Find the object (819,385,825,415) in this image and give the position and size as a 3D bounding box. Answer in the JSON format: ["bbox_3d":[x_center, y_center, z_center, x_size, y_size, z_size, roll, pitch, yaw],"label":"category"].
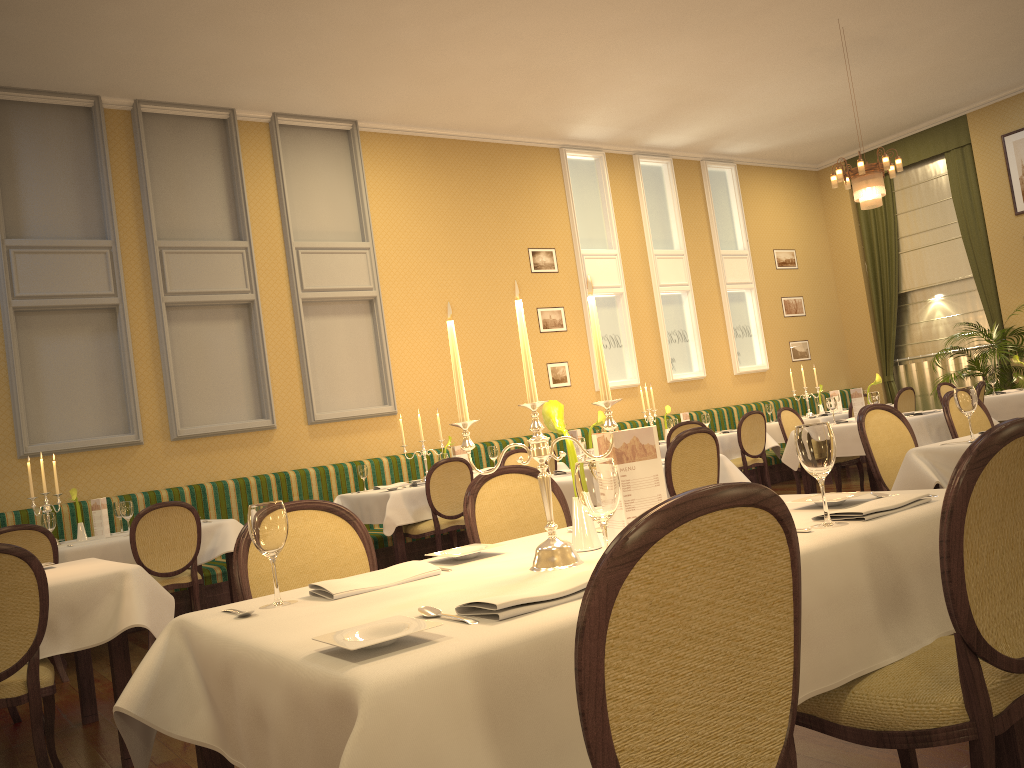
[{"bbox_3d":[3.819,0.194,10.945,0.076,0.375,0.163,-11,-4,41],"label":"object"}]

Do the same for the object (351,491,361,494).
[{"bbox_3d":[-1.331,0.925,7.566,0.038,0.015,0.181,-6,-4,-34],"label":"object"}]

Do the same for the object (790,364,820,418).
[{"bbox_3d":[3.554,0.082,10.729,0.131,0.655,0.390,-6,-4,-29],"label":"object"}]

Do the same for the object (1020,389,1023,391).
[{"bbox_3d":[5.231,0.073,9.219,0.038,0.015,0.181,-6,-4,-34],"label":"object"}]

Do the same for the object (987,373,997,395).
[{"bbox_3d":[4.898,0.001,9.032,0.088,0.229,0.088,-9,-3,13],"label":"object"}]

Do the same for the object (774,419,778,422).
[{"bbox_3d":[3.340,0.430,10.808,0.273,0.033,0.142,-6,-4,-35],"label":"object"}]

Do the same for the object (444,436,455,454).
[{"bbox_3d":[-0.566,0.652,7.917,0.076,0.375,0.163,-11,-4,36],"label":"object"}]

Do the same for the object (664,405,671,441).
[{"bbox_3d":[1.633,0.415,9.315,0.076,0.375,0.163,-7,-3,-13],"label":"object"}]

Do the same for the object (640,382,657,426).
[{"bbox_3d":[1.429,0.301,9.213,0.131,0.655,0.390,-7,-3,-21],"label":"object"}]

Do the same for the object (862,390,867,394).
[{"bbox_3d":[4.256,0.190,10.688,0.088,0.229,0.088,-9,-3,13],"label":"object"}]

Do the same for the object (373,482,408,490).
[{"bbox_3d":[-1.052,0.885,7.694,0.273,0.033,0.142,-6,-4,-35],"label":"object"}]

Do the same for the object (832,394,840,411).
[{"bbox_3d":[3.834,0.238,10.472,0.088,0.229,0.088,-9,-3,13],"label":"object"}]

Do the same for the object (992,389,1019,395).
[{"bbox_3d":[5.086,0.082,9.136,0.273,0.033,0.142,-6,-4,-35],"label":"object"}]

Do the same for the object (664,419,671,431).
[{"bbox_3d":[1.726,0.500,9.738,0.088,0.229,0.088,-9,-3,7],"label":"object"}]

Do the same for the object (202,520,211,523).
[{"bbox_3d":[-2.130,0.962,6.202,0.038,0.015,0.181,-6,-4,-34],"label":"object"}]

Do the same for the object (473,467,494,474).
[{"bbox_3d":[-0.284,0.808,8.283,0.273,0.033,0.142,-6,-4,-35],"label":"object"}]

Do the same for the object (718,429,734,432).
[{"bbox_3d":[2.292,0.509,9.502,0.160,0.024,0.160,-6,-4,-35],"label":"object"}]

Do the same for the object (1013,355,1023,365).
[{"bbox_3d":[5.167,-0.115,8.960,0.076,0.375,0.163,-7,-3,-13],"label":"object"}]

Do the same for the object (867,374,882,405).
[{"bbox_3d":[3.005,0.105,7.368,0.163,0.375,0.076,-10,-4,32],"label":"object"}]

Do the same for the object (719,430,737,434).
[{"bbox_3d":[2.313,0.495,9.288,0.273,0.024,0.142,-6,-4,-35],"label":"object"}]

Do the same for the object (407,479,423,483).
[{"bbox_3d":[-0.855,0.873,7.938,0.160,0.024,0.160,-6,-4,-35],"label":"object"}]

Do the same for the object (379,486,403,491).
[{"bbox_3d":[-0.948,0.835,7.044,0.160,0.024,0.160,-6,-4,-35],"label":"object"}]

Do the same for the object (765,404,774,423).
[{"bbox_3d":[3.120,0.356,10.733,0.088,0.229,0.088,-9,-3,13],"label":"object"}]

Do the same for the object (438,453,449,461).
[{"bbox_3d":[-0.559,0.693,7.358,0.088,0.229,0.088,-9,-3,13],"label":"object"}]

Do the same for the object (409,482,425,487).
[{"bbox_3d":[-0.686,0.805,7.224,0.273,0.033,0.142,-6,-4,-35],"label":"object"}]

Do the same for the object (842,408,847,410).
[{"bbox_3d":[4.310,0.338,11.577,0.160,0.024,0.160,-6,-4,-35],"label":"object"}]

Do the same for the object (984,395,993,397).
[{"bbox_3d":[4.850,0.115,8.971,0.017,0.010,0.185,-6,-4,-34],"label":"object"}]

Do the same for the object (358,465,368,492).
[{"bbox_3d":[-1.272,0.811,7.618,0.088,0.229,0.088,-9,-3,13],"label":"object"}]

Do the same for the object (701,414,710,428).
[{"bbox_3d":[2.021,0.426,9.199,0.088,0.229,0.088,-9,-3,13],"label":"object"}]

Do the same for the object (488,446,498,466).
[{"bbox_3d":[-0.154,0.650,7.632,0.088,0.229,0.088,-9,-3,13],"label":"object"}]

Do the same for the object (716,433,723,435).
[{"bbox_3d":[2.123,0.524,9.232,0.017,0.010,0.185,-6,-4,-35],"label":"object"}]

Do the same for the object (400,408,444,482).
[{"bbox_3d":[-0.774,0.533,7.719,0.390,0.655,0.131,-7,-3,-16],"label":"object"}]

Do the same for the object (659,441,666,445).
[{"bbox_3d":[1.512,0.578,8.783,0.273,0.033,0.142,-6,-4,-35],"label":"object"}]

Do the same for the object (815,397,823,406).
[{"bbox_3d":[3.920,0.273,11.294,0.088,0.229,0.088,-9,-3,13],"label":"object"}]

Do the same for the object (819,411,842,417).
[{"bbox_3d":[3.707,0.351,10.339,0.273,0.033,0.142,-6,-4,-35],"label":"object"}]

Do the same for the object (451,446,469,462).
[{"bbox_3d":[-0.463,0.679,7.741,0.166,0.277,0.081,-10,-4,26],"label":"object"}]

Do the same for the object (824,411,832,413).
[{"bbox_3d":[4.108,0.354,11.398,0.273,0.033,0.142,-6,-4,-35],"label":"object"}]

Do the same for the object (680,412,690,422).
[{"bbox_3d":[1.848,0.439,9.380,0.081,0.277,0.166,-9,-3,16],"label":"object"}]

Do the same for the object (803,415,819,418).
[{"bbox_3d":[3.444,0.381,10.158,0.160,0.024,0.160,-6,-4,-35],"label":"object"}]

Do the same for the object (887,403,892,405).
[{"bbox_3d":[4.508,0.268,10.843,0.273,0.024,0.142,-6,-4,-35],"label":"object"}]

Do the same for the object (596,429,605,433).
[{"bbox_3d":[0.926,0.583,9.177,0.088,0.229,0.088,-9,-3,13],"label":"object"}]

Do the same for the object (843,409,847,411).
[{"bbox_3d":[4.253,0.344,11.481,0.038,0.015,0.181,-6,-4,-34],"label":"object"}]

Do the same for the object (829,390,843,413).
[{"bbox_3d":[3.952,0.223,10.887,0.081,0.277,0.166,-7,-3,-19],"label":"object"}]

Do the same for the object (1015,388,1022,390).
[{"bbox_3d":[5.288,0.066,9.316,0.160,0.024,0.160,-6,-4,-35],"label":"object"}]

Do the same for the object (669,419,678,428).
[{"bbox_3d":[1.639,0.465,8.916,0.088,0.229,0.088,-9,-3,13],"label":"object"}]

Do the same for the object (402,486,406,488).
[{"bbox_3d":[-0.849,0.833,7.173,0.038,0.015,0.181,-6,-4,-34],"label":"object"}]
